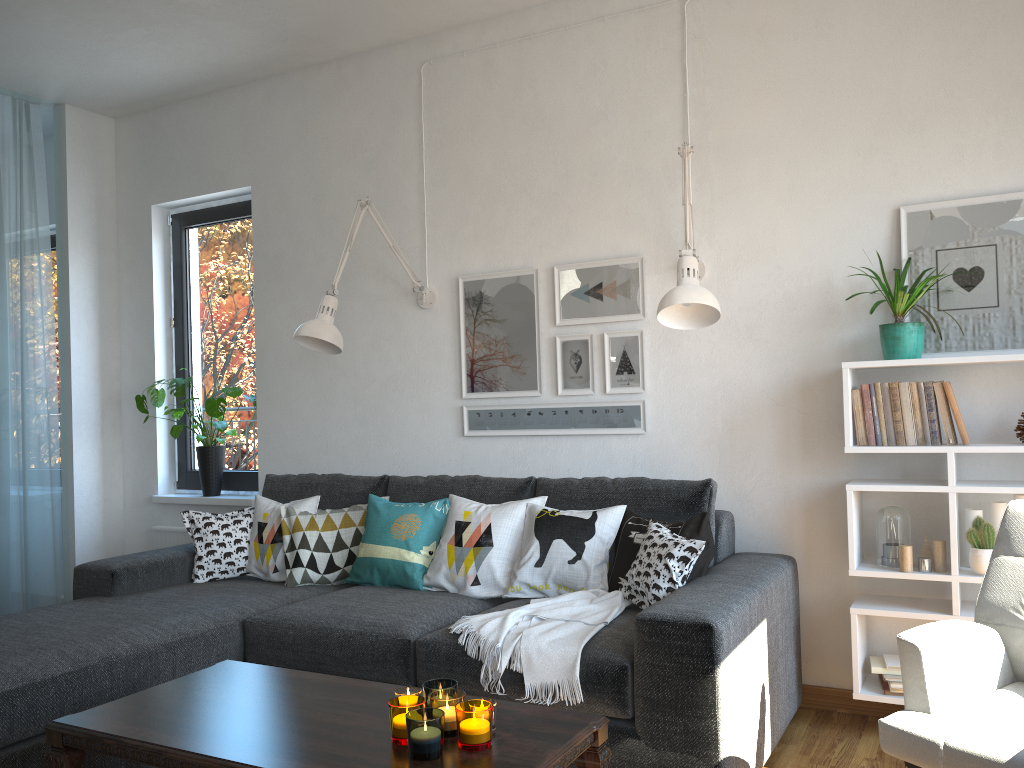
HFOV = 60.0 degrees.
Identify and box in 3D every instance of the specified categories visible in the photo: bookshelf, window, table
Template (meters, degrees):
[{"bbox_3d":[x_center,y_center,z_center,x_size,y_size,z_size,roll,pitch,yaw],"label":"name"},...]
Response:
[{"bbox_3d":[1.674,0.507,2.713,1.190,1.200,0.237,-2,-1,28],"label":"bookshelf"},{"bbox_3d":[-0.080,2.327,18.463,13.980,18.367,24.375,-2,-1,34],"label":"window"},{"bbox_3d":[-0.424,0.961,2.005,1.180,0.409,0.570,-2,-2,28],"label":"table"}]

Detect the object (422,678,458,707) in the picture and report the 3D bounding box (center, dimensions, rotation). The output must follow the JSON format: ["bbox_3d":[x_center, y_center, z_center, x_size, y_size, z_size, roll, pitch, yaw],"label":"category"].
[{"bbox_3d":[-0.159,0.707,1.972,0.079,0.081,0.079,-2,-1,23],"label":"object"}]

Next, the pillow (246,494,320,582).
[{"bbox_3d":[-0.951,0.632,3.644,0.360,0.344,0.173,-2,-1,28],"label":"pillow"}]

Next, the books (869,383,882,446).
[{"bbox_3d":[1.216,0.103,2.948,0.033,0.210,0.136,-2,-1,29],"label":"books"}]

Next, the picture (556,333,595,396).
[{"bbox_3d":[0.263,-0.079,3.624,0.166,0.248,0.021,-2,-1,28],"label":"picture"}]

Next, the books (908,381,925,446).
[{"bbox_3d":[1.323,0.096,2.890,0.044,0.209,0.133,-2,-1,28],"label":"books"}]

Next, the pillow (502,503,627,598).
[{"bbox_3d":[0.186,0.589,3.101,0.382,0.318,0.265,-2,-1,28],"label":"pillow"}]

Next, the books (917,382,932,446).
[{"bbox_3d":[1.344,0.098,2.881,0.035,0.204,0.131,-2,-1,28],"label":"books"}]

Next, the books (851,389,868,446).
[{"bbox_3d":[1.169,0.112,2.966,0.047,0.191,0.124,-2,-1,28],"label":"books"}]

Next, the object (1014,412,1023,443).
[{"bbox_3d":[1.617,0.126,2.751,0.094,0.127,0.102,-1,-1,-16],"label":"object"}]

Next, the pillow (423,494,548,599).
[{"bbox_3d":[-0.114,0.607,3.270,0.436,0.368,0.285,-2,-1,28],"label":"pillow"}]

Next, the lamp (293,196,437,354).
[{"bbox_3d":[-0.627,-0.454,3.735,0.200,0.669,0.698,-2,-1,37],"label":"lamp"}]

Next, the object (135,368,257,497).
[{"bbox_3d":[-1.620,0.248,4.541,0.657,0.675,0.447,-2,-1,19],"label":"object"}]

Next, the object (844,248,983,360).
[{"bbox_3d":[1.305,-0.263,2.917,0.424,0.372,0.387,-2,-1,15],"label":"object"}]

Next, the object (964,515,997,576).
[{"bbox_3d":[1.462,0.504,2.743,0.088,0.173,0.087,-3,-1,44],"label":"object"}]

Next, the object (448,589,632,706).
[{"bbox_3d":[0.078,0.770,2.723,0.488,0.212,0.606,-2,-2,24],"label":"object"}]

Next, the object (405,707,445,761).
[{"bbox_3d":[-0.173,0.702,1.777,0.079,0.081,0.079,-2,-1,23],"label":"object"}]

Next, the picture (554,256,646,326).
[{"bbox_3d":[0.353,-0.371,3.574,0.390,0.248,0.021,-2,-1,28],"label":"picture"}]

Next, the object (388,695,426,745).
[{"bbox_3d":[-0.219,0.705,1.862,0.079,0.081,0.079,-2,-1,23],"label":"object"}]

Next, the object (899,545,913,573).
[{"bbox_3d":[1.274,0.559,2.901,0.079,0.084,0.176,-2,-1,-4],"label":"object"}]

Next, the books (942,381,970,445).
[{"bbox_3d":[1.422,0.092,2.836,0.070,0.204,0.132,-2,-1,29],"label":"books"}]

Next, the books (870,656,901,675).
[{"bbox_3d":[1.284,0.934,2.932,0.183,0.020,0.134,-2,-2,20],"label":"books"}]

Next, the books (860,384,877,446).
[{"bbox_3d":[1.196,0.102,2.958,0.043,0.205,0.129,-2,-1,28],"label":"books"}]

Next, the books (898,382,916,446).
[{"bbox_3d":[1.299,0.097,2.905,0.048,0.208,0.135,-2,-1,28],"label":"books"}]

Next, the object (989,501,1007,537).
[{"bbox_3d":[1.557,0.484,2.834,0.051,0.213,0.051,-2,-1,34],"label":"object"}]

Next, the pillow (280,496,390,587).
[{"bbox_3d":[-0.709,0.644,3.596,0.454,0.363,0.242,-2,-1,-5],"label":"pillow"}]

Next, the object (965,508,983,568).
[{"bbox_3d":[1.496,0.499,2.866,0.051,0.188,0.051,-2,-1,34],"label":"object"}]

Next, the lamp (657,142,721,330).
[{"bbox_3d":[0.634,-0.509,3.057,0.200,0.669,0.698,-2,-1,19],"label":"lamp"}]

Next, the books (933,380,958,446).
[{"bbox_3d":[1.396,0.093,2.854,0.061,0.211,0.128,-2,-1,29],"label":"books"}]

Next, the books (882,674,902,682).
[{"bbox_3d":[1.292,0.950,2.922,0.140,0.012,0.184,-2,-2,18],"label":"books"}]

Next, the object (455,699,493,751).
[{"bbox_3d":[-0.077,0.700,1.819,0.079,0.081,0.079,-2,-1,23],"label":"object"}]

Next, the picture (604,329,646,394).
[{"bbox_3d":[0.451,-0.087,3.523,0.166,0.248,0.021,-2,-1,28],"label":"picture"}]

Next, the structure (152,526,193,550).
[{"bbox_3d":[-1.544,0.974,4.554,0.817,0.459,0.076,-2,-1,26],"label":"structure"}]

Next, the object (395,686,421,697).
[{"bbox_3d":[-0.233,0.719,1.992,0.060,0.061,0.060,-2,-1,33],"label":"object"}]

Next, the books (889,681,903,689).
[{"bbox_3d":[1.302,0.964,2.916,0.123,0.015,0.211,-2,-2,18],"label":"books"}]

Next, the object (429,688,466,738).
[{"bbox_3d":[-0.138,0.704,1.897,0.079,0.081,0.079,-2,-1,23],"label":"object"}]

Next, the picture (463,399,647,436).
[{"bbox_3d":[0.162,0.143,3.679,0.837,0.136,0.021,-3,-1,28],"label":"picture"}]

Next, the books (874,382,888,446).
[{"bbox_3d":[1.230,0.100,2.939,0.035,0.209,0.129,-2,-1,28],"label":"books"}]

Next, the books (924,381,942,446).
[{"bbox_3d":[1.363,0.094,2.871,0.044,0.208,0.133,-2,-1,29],"label":"books"}]

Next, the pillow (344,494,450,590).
[{"bbox_3d":[-0.425,0.605,3.433,0.414,0.340,0.273,-2,-1,28],"label":"pillow"}]

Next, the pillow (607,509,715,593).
[{"bbox_3d":[0.503,0.589,2.959,0.234,0.358,0.450,-1,-1,-36],"label":"pillow"}]

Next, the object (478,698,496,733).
[{"bbox_3d":[-0.062,0.712,1.897,0.060,0.061,0.060,-2,-1,33],"label":"object"}]

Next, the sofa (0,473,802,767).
[{"bbox_3d":[-0.588,0.779,2.794,2.509,0.847,2.163,-2,-2,28],"label":"sofa"}]

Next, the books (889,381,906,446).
[{"bbox_3d":[1.271,0.097,2.913,0.044,0.210,0.133,-2,-1,29],"label":"books"}]

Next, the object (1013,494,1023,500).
[{"bbox_3d":[1.620,0.469,2.805,0.051,0.238,0.051,-1,-1,-44],"label":"object"}]

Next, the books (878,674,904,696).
[{"bbox_3d":[1.292,0.994,2.921,0.145,0.018,0.184,-2,-2,18],"label":"books"}]

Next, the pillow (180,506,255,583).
[{"bbox_3d":[-1.186,0.667,3.668,0.334,0.320,0.160,-1,-1,-26],"label":"pillow"}]

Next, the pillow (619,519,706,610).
[{"bbox_3d":[0.467,0.600,2.773,0.169,0.312,0.358,-1,-1,-21],"label":"pillow"}]

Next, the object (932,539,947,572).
[{"bbox_3d":[1.360,0.547,2.819,0.039,0.099,0.039,-2,-1,24],"label":"object"}]

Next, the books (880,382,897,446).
[{"bbox_3d":[1.250,0.100,2.930,0.044,0.209,0.136,-2,-1,28],"label":"books"}]

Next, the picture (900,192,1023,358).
[{"bbox_3d":[1.503,-0.349,2.931,0.390,0.532,0.059,-2,-1,28],"label":"picture"}]

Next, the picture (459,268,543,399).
[{"bbox_3d":[-0.051,-0.210,3.787,0.390,0.534,0.013,-2,-1,28],"label":"picture"}]

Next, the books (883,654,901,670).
[{"bbox_3d":[1.293,0.919,2.926,0.115,0.010,0.141,-2,-2,18],"label":"books"}]

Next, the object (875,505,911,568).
[{"bbox_3d":[1.269,0.504,2.950,0.108,0.197,0.108,-2,-1,39],"label":"object"}]

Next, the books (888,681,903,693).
[{"bbox_3d":[1.302,0.979,2.916,0.123,0.012,0.211,-2,-2,18],"label":"books"}]

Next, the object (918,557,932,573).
[{"bbox_3d":[1.315,0.576,2.823,0.040,0.044,0.040,-1,-1,-36],"label":"object"}]

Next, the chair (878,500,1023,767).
[{"bbox_3d":[1.230,0.710,1.955,0.685,0.832,0.545,-1,-1,-37],"label":"chair"}]

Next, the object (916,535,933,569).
[{"bbox_3d":[1.354,0.544,2.895,0.062,0.108,0.062,-2,-1,28],"label":"object"}]
